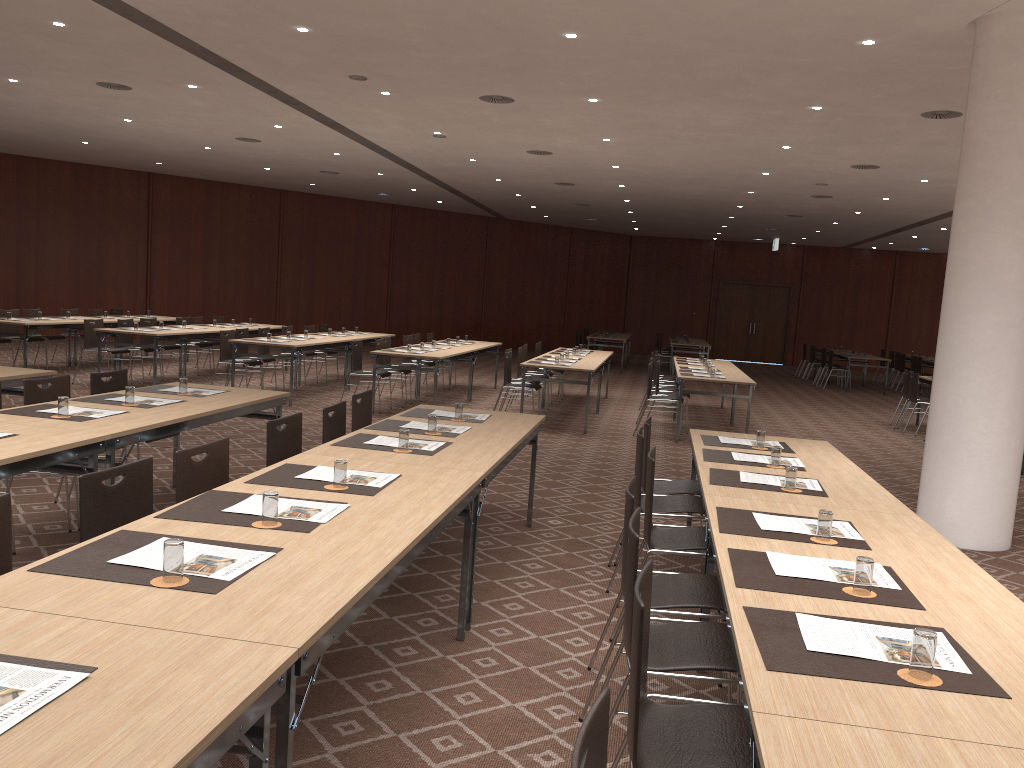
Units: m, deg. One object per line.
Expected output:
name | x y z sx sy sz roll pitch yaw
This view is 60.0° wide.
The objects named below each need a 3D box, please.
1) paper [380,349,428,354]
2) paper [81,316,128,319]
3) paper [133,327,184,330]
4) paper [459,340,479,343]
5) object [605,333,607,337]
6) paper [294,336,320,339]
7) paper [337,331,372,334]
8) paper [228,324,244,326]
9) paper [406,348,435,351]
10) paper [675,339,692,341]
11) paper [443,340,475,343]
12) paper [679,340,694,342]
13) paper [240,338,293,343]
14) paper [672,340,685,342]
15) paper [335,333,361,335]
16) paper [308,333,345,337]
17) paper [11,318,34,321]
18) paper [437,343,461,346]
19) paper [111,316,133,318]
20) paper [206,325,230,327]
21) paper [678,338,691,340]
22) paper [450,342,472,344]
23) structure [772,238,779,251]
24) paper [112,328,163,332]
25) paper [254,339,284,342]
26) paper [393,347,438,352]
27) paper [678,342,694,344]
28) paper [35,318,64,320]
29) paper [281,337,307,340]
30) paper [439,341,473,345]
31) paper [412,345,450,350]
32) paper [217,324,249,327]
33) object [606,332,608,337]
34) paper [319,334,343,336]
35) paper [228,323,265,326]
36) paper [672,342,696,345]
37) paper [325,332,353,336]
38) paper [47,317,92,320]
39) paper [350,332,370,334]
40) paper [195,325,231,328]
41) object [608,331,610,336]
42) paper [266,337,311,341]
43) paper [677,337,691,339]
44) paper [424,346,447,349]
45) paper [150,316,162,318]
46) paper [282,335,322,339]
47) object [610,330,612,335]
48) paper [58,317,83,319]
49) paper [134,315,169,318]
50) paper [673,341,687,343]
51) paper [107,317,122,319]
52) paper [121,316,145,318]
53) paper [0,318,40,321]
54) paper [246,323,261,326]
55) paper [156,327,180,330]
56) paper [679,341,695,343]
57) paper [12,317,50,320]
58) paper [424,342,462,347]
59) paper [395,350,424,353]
paper | -1.475 -0.442 12.084 0.565 0.003 0.460 5 6 9
paper | -6.999 -1.143 15.236 0.565 0.003 0.460 5 6 11
paper | -5.314 -0.836 13.345 0.565 0.003 0.460 5 6 8
paper | -0.771 -0.751 15.623 0.398 0.006 0.283 5 6 9
object | 2.291 -1.192 21.615 0.054 0.114 0.054 1 7 -24
paper | -3.127 -0.724 13.713 0.398 0.006 0.283 5 6 9
paper | -2.844 -0.923 15.933 0.565 0.003 0.460 5 6 7
paper | -4.831 -1.033 15.610 0.398 0.006 0.283 5 6 10
paper | -1.294 -0.501 12.765 0.398 0.006 0.283 5 6 8
paper | 4.533 -1.186 23.710 0.565 0.003 0.460 5 6 8
paper | -0.874 -0.751 15.586 0.565 0.003 0.460 5 6 9
paper | 4.484 -1.102 22.799 0.398 0.006 0.283 5 6 10
paper | -3.425 -0.607 12.371 0.565 0.003 0.460 5 6 11
paper | 4.391 -1.101 22.759 0.565 0.003 0.460 5 6 10
paper | -2.843 -0.864 15.302 0.398 0.006 0.283 5 6 9
paper | -3.033 -0.805 14.623 0.565 0.003 0.460 5 6 9
paper | -7.281 -0.949 13.059 0.398 0.006 0.283 5 6 10
paper | -1.020 -0.641 14.352 0.398 0.006 0.283 5 6 9
paper | -6.870 -1.199 15.887 0.565 0.003 0.460 5 6 10
paper | -4.934 -0.979 14.997 0.398 0.006 0.283 5 6 8
paper | 4.731 -1.245 24.397 0.398 0.006 0.283 5 6 9
paper | -0.890 -0.695 14.980 0.398 0.006 0.283 5 6 11
structure | 8.220 -4.343 27.641 0.105 0.346 0.586 5 6 9
paper | -5.379 -0.780 12.736 0.565 0.003 0.460 5 6 7
paper | -3.368 -0.615 12.448 0.398 0.006 0.283 5 6 10
paper | -1.367 -0.499 12.725 0.565 0.003 0.460 5 6 9
paper | 4.238 -0.990 21.511 0.398 0.006 0.283 5 6 11
paper | -7.193 -1.007 13.697 0.398 0.006 0.283 5 6 7
paper | -3.244 -0.669 13.075 0.398 0.006 0.283 5 6 10
paper | -0.954 -0.692 14.942 0.565 0.003 0.460 5 6 13
paper | -1.232 -0.554 13.372 0.565 0.003 0.460 5 6 11
paper | -4.900 -1.033 15.601 0.565 0.003 0.460 5 6 9
object | 2.381 -1.250 22.248 0.054 0.114 0.054 1 7 -24
paper | -2.975 -0.809 14.663 0.398 0.006 0.283 5 6 11
paper | -4.824 -1.092 16.239 0.565 0.003 0.460 5 6 8
paper | 4.152 -0.987 21.455 0.565 0.003 0.460 5 6 10
paper | -2.948 -0.864 15.272 0.565 0.003 0.460 5 6 10
paper | -7.140 -1.061 14.315 0.565 0.003 0.460 5 6 9
paper | -2.766 -0.922 15.936 0.398 0.006 0.283 5 6 8
paper | -5.013 -0.976 14.951 0.565 0.003 0.460 5 6 10
object | 2.492 -1.306 22.888 0.054 0.114 0.054 1 7 -24
paper | -3.308 -0.666 13.041 0.565 0.003 0.460 5 6 6
paper | 4.845 -1.300 25.031 0.398 0.006 0.283 5 6 6
paper | -1.169 -0.554 13.374 0.398 0.006 0.283 5 6 8
paper | -6.696 -1.259 16.565 0.398 0.006 0.283 5 6 10
paper | -3.214 -0.723 13.673 0.565 0.003 0.460 5 6 8
object | 2.668 -1.389 23.841 0.054 0.114 0.054 10 8 43
paper | -7.082 -1.064 14.344 0.398 0.006 0.283 5 6 12
paper | -6.758 -1.254 16.511 0.565 0.003 0.460 5 6 10
paper | 4.296 -1.043 22.114 0.565 0.003 0.460 5 6 9
paper | -6.897 -1.144 15.277 0.398 0.006 0.283 5 6 9
paper | -6.803 -1.204 15.937 0.398 0.006 0.283 5 6 6
paper | -7.351 -0.949 13.051 0.565 0.003 0.460 5 6 7
paper | -4.743 -1.092 16.257 0.398 0.006 0.283 5 6 9
paper | -5.218 -0.839 13.398 0.398 0.006 0.283 5 6 8
paper | 4.370 -1.044 22.135 0.398 0.006 0.283 5 6 8
paper | -7.278 -1.005 13.660 0.565 0.003 0.460 5 6 12
paper | -1.104 -0.638 14.297 0.565 0.003 0.460 5 6 8
paper | -1.405 -0.444 12.113 0.398 0.006 0.283 5 6 8
